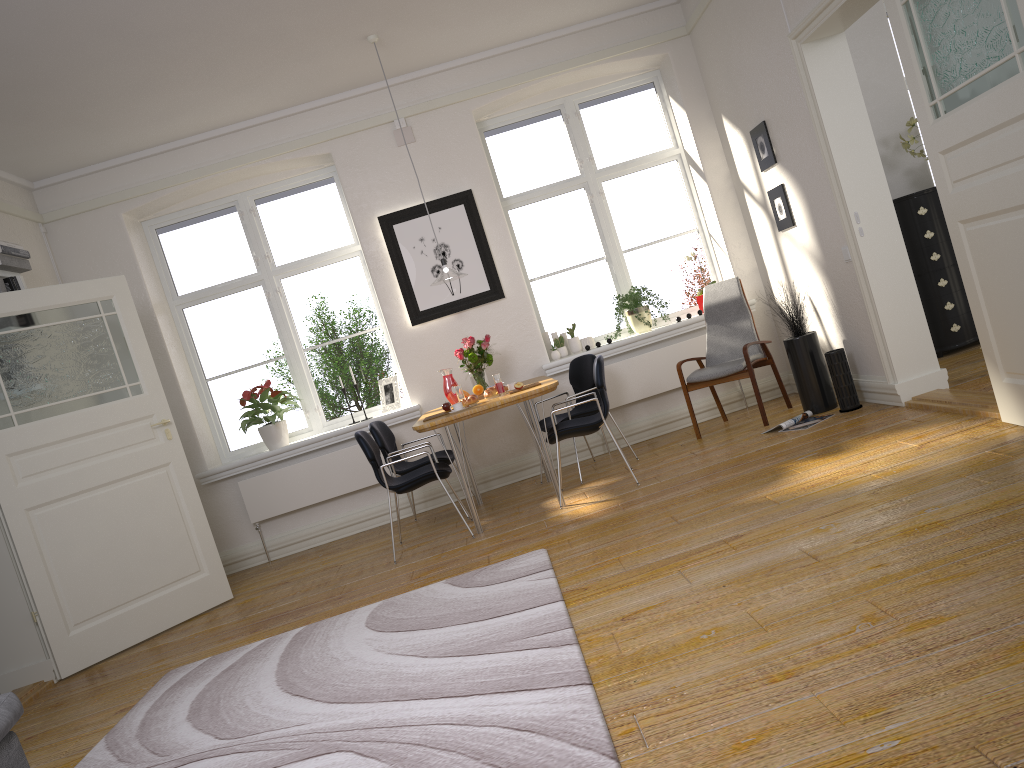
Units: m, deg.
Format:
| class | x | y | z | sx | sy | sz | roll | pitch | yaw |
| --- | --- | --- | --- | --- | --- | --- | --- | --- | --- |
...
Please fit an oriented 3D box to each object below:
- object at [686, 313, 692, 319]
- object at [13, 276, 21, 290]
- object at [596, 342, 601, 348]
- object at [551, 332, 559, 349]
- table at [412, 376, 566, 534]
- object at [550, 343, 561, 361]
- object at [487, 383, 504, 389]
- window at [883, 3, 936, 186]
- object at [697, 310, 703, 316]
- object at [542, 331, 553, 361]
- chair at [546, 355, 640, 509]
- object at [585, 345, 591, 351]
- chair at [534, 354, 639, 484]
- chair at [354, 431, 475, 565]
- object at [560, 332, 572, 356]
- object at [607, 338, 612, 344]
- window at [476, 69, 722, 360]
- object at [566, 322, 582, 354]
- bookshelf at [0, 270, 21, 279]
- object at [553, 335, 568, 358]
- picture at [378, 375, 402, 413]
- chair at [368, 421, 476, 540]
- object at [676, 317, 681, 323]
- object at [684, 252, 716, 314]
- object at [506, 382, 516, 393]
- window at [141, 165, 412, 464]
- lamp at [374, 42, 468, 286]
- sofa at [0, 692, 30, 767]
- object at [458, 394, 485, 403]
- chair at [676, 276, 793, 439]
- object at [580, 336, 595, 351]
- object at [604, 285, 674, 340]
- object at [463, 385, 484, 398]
| class | x | y | z | sx | sy | sz | roll | pitch | yaw |
| --- | --- | --- | --- | --- | --- | --- | --- | --- | --- |
| object | 1.388 | -0.535 | 6.947 | 0.042 | 0.048 | 0.042 | -17 | 3 | 4 |
| object | -3.097 | -0.471 | 5.406 | 0.259 | 0.311 | 0.049 | -18 | 3 | -3 |
| object | 0.672 | -0.310 | 6.905 | 0.042 | 0.048 | 0.042 | -17 | 3 | 4 |
| object | 0.370 | -0.316 | 7.191 | 0.052 | 0.213 | 0.050 | -20 | 4 | -42 |
| table | -0.068 | 0.451 | 5.887 | 0.914 | 0.745 | 1.495 | -17 | 3 | -2 |
| object | 0.335 | -0.254 | 6.962 | 0.071 | 0.137 | 0.072 | -16 | 3 | 17 |
| object | -0.108 | 0.026 | 5.969 | 0.126 | 0.038 | 0.130 | -16 | 3 | 23 |
| window | 3.935 | -2.379 | 7.458 | 1.610 | 2.007 | 0.077 | -18 | 3 | -3 |
| object | 1.475 | -0.563 | 6.953 | 0.042 | 0.048 | 0.042 | -17 | 3 | 4 |
| object | 0.301 | -0.307 | 7.196 | 0.052 | 0.238 | 0.050 | -20 | 4 | -42 |
| chair | 0.436 | 0.275 | 5.571 | 0.522 | 0.803 | 0.580 | -17 | 3 | 4 |
| object | 0.589 | -0.284 | 6.900 | 0.042 | 0.048 | 0.042 | -17 | 3 | 4 |
| chair | 0.436 | 0.242 | 6.277 | 0.532 | 0.803 | 0.569 | -19 | 3 | -28 |
| chair | -0.604 | 0.603 | 5.505 | 0.525 | 0.803 | 0.577 | -18 | 3 | -4 |
| object | 0.440 | -0.324 | 7.182 | 0.052 | 0.188 | 0.050 | -20 | 4 | -42 |
| object | 0.759 | -0.337 | 6.911 | 0.042 | 0.048 | 0.042 | -17 | 3 | 4 |
| window | 140.597 | -69.020 | 163.982 | 497.604 | 104.487 | 296.403 | -17 | 3 | -3 |
| object | 0.490 | -0.363 | 7.073 | 0.104 | 0.244 | 0.097 | -19 | 4 | -25 |
| bookshelf | -3.045 | -0.253 | 5.409 | 0.194 | 0.861 | 0.339 | -18 | 3 | -2 |
| object | 0.382 | -0.298 | 7.032 | 0.110 | 0.186 | 0.100 | -16 | 3 | 20 |
| picture | -0.955 | 0.077 | 7.012 | 0.212 | 0.270 | 0.116 | -15 | 4 | 35 |
| chair | -0.626 | 0.577 | 6.201 | 0.522 | 0.803 | 0.580 | -17 | 3 | 4 |
| object | 1.305 | -0.509 | 6.942 | 0.042 | 0.048 | 0.042 | -17 | 3 | 4 |
| object | 1.529 | -0.823 | 7.095 | 0.270 | 0.501 | 0.156 | -19 | 3 | -22 |
| object | 0.004 | 0.019 | 5.756 | 0.132 | 0.049 | 0.127 | -20 | 4 | -44 |
| window | -2.129 | -0.345 | 9.686 | 2.015 | 2.476 | 5.324 | -18 | 3 | -3 |
| lamp | -0.685 | -1.545 | 5.788 | 0.267 | 1.809 | 0.260 | -19 | 3 | -19 |
| sofa | -1.910 | 1.253 | 1.132 | 1.104 | 0.773 | 3.049 | -17 | 3 | -2 |
| object | -0.198 | 0.084 | 6.003 | 0.349 | 0.023 | 0.224 | -17 | 3 | -3 |
| chair | 1.529 | -0.204 | 6.308 | 0.534 | 1.028 | 0.594 | -15 | 4 | 37 |
| object | 0.600 | -0.324 | 7.130 | 0.130 | 0.098 | 0.137 | -15 | 4 | 38 |
| object | 0.965 | -0.582 | 7.003 | 0.552 | 0.385 | 0.484 | -20 | 4 | -42 |
| object | -0.275 | 0.056 | 6.012 | 0.197 | 0.074 | 0.070 | -20 | 4 | -43 |
